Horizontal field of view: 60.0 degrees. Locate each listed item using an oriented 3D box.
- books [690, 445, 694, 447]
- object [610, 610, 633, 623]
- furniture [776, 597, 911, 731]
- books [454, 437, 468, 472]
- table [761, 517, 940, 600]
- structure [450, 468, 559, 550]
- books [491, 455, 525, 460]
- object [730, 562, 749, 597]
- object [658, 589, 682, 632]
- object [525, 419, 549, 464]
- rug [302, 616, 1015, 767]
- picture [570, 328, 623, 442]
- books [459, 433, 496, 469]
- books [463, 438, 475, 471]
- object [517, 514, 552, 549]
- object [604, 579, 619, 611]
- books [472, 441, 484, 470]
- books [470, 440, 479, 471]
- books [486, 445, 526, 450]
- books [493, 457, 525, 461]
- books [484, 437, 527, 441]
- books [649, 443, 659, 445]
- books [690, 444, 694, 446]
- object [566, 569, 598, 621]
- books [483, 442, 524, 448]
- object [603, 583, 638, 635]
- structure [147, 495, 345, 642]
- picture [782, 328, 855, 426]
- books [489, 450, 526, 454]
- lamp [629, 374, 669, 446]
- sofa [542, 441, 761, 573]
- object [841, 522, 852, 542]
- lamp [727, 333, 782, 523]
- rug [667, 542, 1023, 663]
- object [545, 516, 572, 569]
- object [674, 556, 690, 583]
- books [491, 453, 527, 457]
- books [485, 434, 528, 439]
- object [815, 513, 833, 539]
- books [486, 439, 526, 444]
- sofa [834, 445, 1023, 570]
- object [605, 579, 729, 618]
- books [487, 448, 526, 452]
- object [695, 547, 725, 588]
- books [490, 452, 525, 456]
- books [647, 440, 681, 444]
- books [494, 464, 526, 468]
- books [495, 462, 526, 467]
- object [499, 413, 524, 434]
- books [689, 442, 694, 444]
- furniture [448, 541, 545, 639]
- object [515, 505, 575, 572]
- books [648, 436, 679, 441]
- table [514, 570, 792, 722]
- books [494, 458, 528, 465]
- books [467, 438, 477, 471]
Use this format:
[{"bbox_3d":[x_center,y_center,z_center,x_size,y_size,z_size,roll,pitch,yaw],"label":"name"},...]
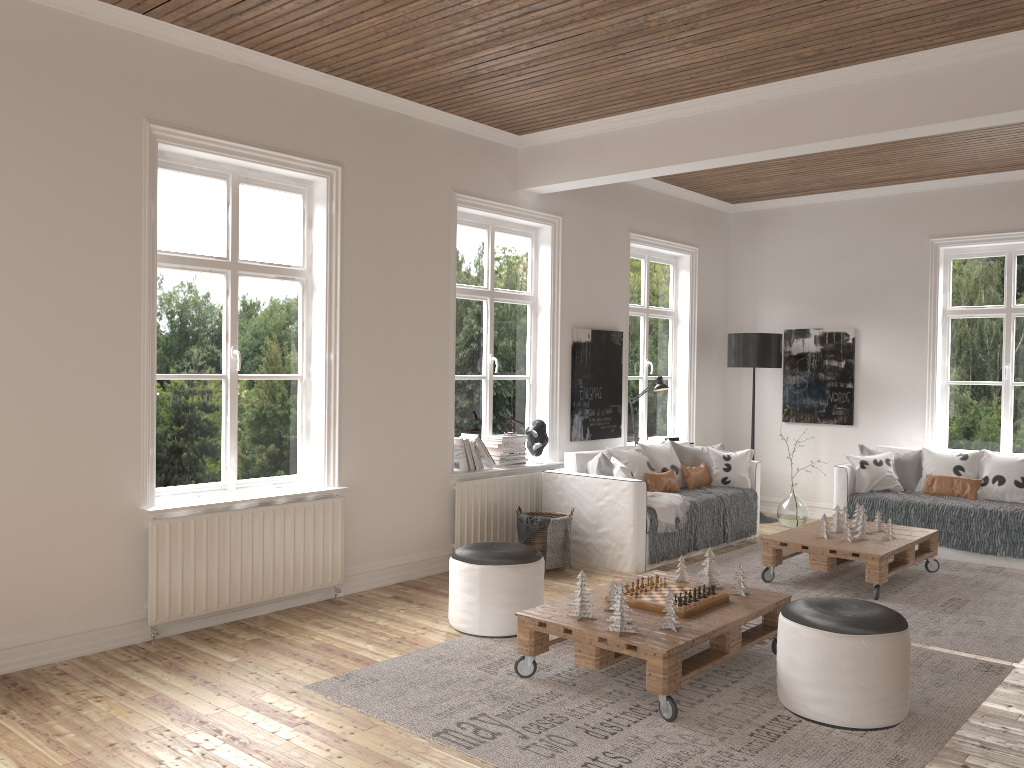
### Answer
[{"bbox_3d":[1.602,0.595,8.503,0.187,0.014,0.253,2,1,41],"label":"books"},{"bbox_3d":[0.473,0.968,3.843,0.076,0.132,0.072,2,1,41],"label":"object"},{"bbox_3d":[1.370,1.135,3.677,0.518,0.430,0.518,2,1,44],"label":"furniture"},{"bbox_3d":[-0.396,0.491,6.230,0.172,0.239,0.093,2,1,41],"label":"books"},{"bbox_3d":[2.317,1.172,6.056,0.821,0.300,1.189,2,1,41],"label":"table"},{"bbox_3d":[-0.007,1.074,6.528,0.095,0.829,1.223,2,1,41],"label":"structure"},{"bbox_3d":[-0.066,0.541,6.624,0.182,0.016,0.288,2,1,41],"label":"books"},{"bbox_3d":[1.124,0.954,4.372,0.082,0.160,0.082,1,1,30],"label":"object"},{"bbox_3d":[0.673,0.955,3.772,0.085,0.166,0.085,1,1,26],"label":"object"},{"bbox_3d":[0.186,0.442,6.843,0.171,0.340,0.177,1,1,-13],"label":"object"},{"bbox_3d":[0.750,1.334,4.048,2.254,0.003,2.474,2,1,41],"label":"rug"},{"bbox_3d":[0.709,0.007,7.360,0.041,0.908,0.680,2,1,41],"label":"picture"},{"bbox_3d":[-0.253,0.483,6.386,0.176,0.255,0.226,2,1,41],"label":"books"},{"bbox_3d":[-0.360,0.494,6.255,0.172,0.235,0.112,2,1,41],"label":"books"},{"bbox_3d":[0.191,1.071,6.186,0.303,0.332,0.367,1,1,32],"label":"object"},{"bbox_3d":[0.462,0.960,4.046,0.082,0.141,0.077,1,1,22],"label":"object"},{"bbox_3d":[-0.295,0.505,6.332,0.161,0.213,0.118,2,1,41],"label":"books"},{"bbox_3d":[-0.324,0.502,6.306,0.161,0.218,0.101,2,1,41],"label":"books"},{"bbox_3d":[-0.059,0.470,6.632,0.182,0.016,0.288,2,1,41],"label":"books"},{"bbox_3d":[-0.044,0.555,6.628,0.161,0.013,0.254,2,1,41],"label":"books"},{"bbox_3d":[-0.048,0.406,6.615,0.182,0.016,0.288,2,1,41],"label":"books"},{"bbox_3d":[1.420,0.560,8.287,0.191,0.023,0.242,2,1,39],"label":"books"},{"bbox_3d":[1.598,0.582,8.500,0.187,0.014,0.248,2,1,39],"label":"books"},{"bbox_3d":[0.309,0.924,3.923,0.108,0.213,0.109,0,1,-25],"label":"object"},{"bbox_3d":[-0.073,0.448,6.613,0.180,0.028,0.296,2,1,41],"label":"books"},{"bbox_3d":[0.455,0.932,3.708,0.106,0.208,0.107,0,1,-33],"label":"object"},{"bbox_3d":[-1.427,1.083,4.884,0.095,0.829,1.223,2,1,41],"label":"structure"},{"bbox_3d":[2.927,-0.075,8.483,0.680,0.908,0.041,2,1,41],"label":"picture"},{"bbox_3d":[-0.041,0.502,6.619,0.161,0.012,0.254,2,1,41],"label":"books"},{"bbox_3d":[1.205,0.257,7.877,0.439,0.703,0.196,2,1,41],"label":"lamp"},{"bbox_3d":[1.170,0.900,7.084,0.866,0.776,1.960,2,1,41],"label":"sofa"},{"bbox_3d":[2.188,0.962,5.793,0.068,0.124,0.072,1,1,25],"label":"object"},{"bbox_3d":[2.285,0.404,8.405,0.499,1.754,0.499,2,1,38],"label":"lamp"},{"bbox_3d":[2.415,1.324,5.978,2.254,0.003,2.474,2,1,41],"label":"rug"},{"bbox_3d":[0.246,1.088,6.207,0.290,0.356,0.349,0,1,-20],"label":"object"},{"bbox_3d":[0.884,0.958,4.623,0.079,0.137,0.075,1,1,-1],"label":"object"},{"bbox_3d":[-0.032,0.526,6.626,0.161,0.013,0.256,2,1,41],"label":"books"},{"bbox_3d":[-0.043,0.390,6.604,0.182,0.016,0.288,2,1,41],"label":"books"},{"bbox_3d":[2.084,0.941,5.911,0.088,0.161,0.093,0,1,-40],"label":"object"},{"bbox_3d":[-0.047,0.425,6.617,0.174,0.021,0.273,2,1,41],"label":"books"},{"bbox_3d":[3.632,0.938,6.941,1.960,0.776,0.866,2,1,41],"label":"sofa"},{"bbox_3d":[0.741,1.017,4.222,0.429,0.036,0.429,2,1,41],"label":"object"},{"bbox_3d":[-0.042,0.487,6.629,0.167,0.017,0.263,2,1,41],"label":"books"},{"bbox_3d":[1.007,0.929,4.506,0.111,0.204,0.118,0,1,-26],"label":"object"},{"bbox_3d":[-0.053,0.514,6.615,0.159,0.012,0.285,2,1,41],"label":"books"},{"bbox_3d":[1.419,0.537,8.299,0.212,0.023,0.258,2,1,41],"label":"books"},{"bbox_3d":[-0.040,0.606,6.625,0.161,0.012,0.254,2,1,41],"label":"books"},{"bbox_3d":[-0.047,0.593,6.610,0.159,0.012,0.285,2,1,41],"label":"books"},{"bbox_3d":[-0.005,0.292,6.618,0.177,0.161,0.092,1,1,9],"label":"object"},{"bbox_3d":[1.595,0.569,8.506,0.202,0.012,0.251,2,1,42],"label":"books"},{"bbox_3d":[-0.084,1.095,4.793,0.518,0.430,0.518,0,1,-28],"label":"furniture"},{"bbox_3d":[0.229,1.075,6.247,0.393,0.432,0.393,0,1,-27],"label":"object"},{"bbox_3d":[1.416,0.512,8.289,0.190,0.028,0.239,2,1,43],"label":"books"},{"bbox_3d":[0.699,1.182,4.165,0.821,0.300,1.189,2,1,41],"label":"table"},{"bbox_3d":[-0.052,0.573,6.619,0.176,0.025,0.331,2,1,41],"label":"books"},{"bbox_3d":[-0.341,0.495,6.281,0.152,0.232,0.104,2,1,41],"label":"books"}]
